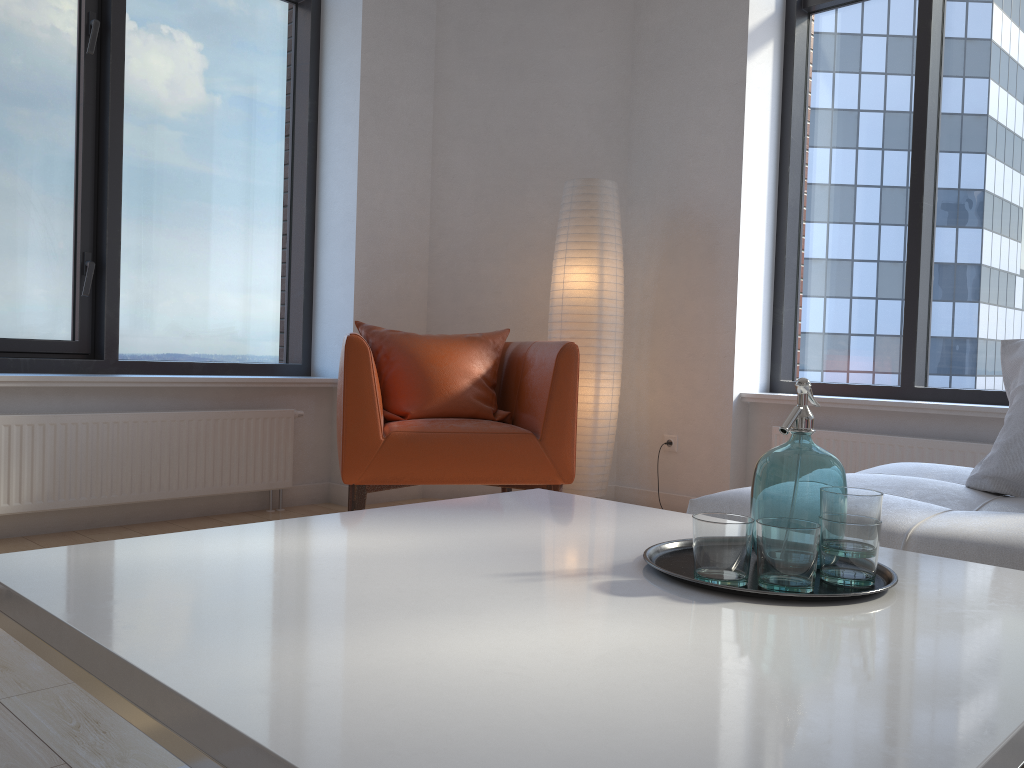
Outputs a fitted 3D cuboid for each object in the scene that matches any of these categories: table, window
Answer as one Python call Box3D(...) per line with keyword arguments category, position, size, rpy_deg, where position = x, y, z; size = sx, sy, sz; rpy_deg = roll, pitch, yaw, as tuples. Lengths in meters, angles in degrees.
Box3D(category="table", position=(0.064, 0.465, 1.149), size=(1.091, 0.435, 1.091), rpy_deg=(4, 2, 44))
Box3D(category="window", position=(-1.696, -1.243, 3.731), size=(0.170, 2.402, 1.960), rpy_deg=(4, 2, 44))
Box3D(category="window", position=(1.817, -1.128, 3.885), size=(1.310, 2.402, 0.170), rpy_deg=(4, 2, 44))

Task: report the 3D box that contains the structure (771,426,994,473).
Box3D(category="structure", position=(1.557, 0.441, 3.672), size=(1.015, 0.460, 0.110), rpy_deg=(4, 2, 44))

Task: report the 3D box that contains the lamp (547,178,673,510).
Box3D(category="lamp", position=(0.557, -0.149, 4.061), size=(0.804, 1.550, 0.502), rpy_deg=(2, 2, 4))

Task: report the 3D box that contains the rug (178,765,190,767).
Box3D(category="rug", position=(-0.018, 0.691, 0.902), size=(1.662, 0.016, 2.326), rpy_deg=(4, 2, 44))

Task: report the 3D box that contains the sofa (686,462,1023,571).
Box3D(category="sofa", position=(1.010, 0.367, 0.879), size=(2.614, 0.732, 3.424), rpy_deg=(4, 2, 44))

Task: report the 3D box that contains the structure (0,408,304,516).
Box3D(category="structure", position=(-1.490, 0.340, 3.570), size=(0.110, 0.460, 1.474), rpy_deg=(4, 2, 44))

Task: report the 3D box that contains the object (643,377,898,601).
Box3D(category="object", position=(0.349, 0.123, 1.200), size=(0.330, 0.265, 0.330), rpy_deg=(1, 2, -22))

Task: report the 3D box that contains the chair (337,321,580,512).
Box3D(category="chair", position=(-0.275, 0.179, 3.623), size=(0.896, 0.858, 0.843), rpy_deg=(2, 2, -14))

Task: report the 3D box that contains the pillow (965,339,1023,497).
Box3D(category="pillow", position=(1.604, 0.099, 1.442), size=(0.580, 0.456, 2.156), rpy_deg=(1, 2, -20))
